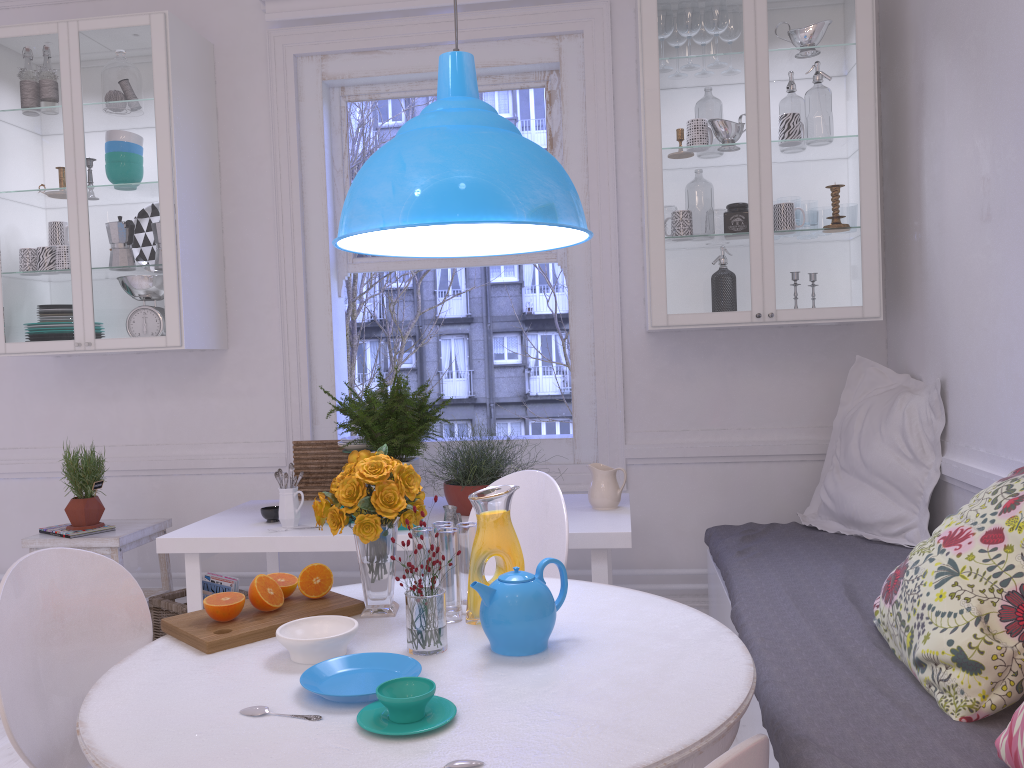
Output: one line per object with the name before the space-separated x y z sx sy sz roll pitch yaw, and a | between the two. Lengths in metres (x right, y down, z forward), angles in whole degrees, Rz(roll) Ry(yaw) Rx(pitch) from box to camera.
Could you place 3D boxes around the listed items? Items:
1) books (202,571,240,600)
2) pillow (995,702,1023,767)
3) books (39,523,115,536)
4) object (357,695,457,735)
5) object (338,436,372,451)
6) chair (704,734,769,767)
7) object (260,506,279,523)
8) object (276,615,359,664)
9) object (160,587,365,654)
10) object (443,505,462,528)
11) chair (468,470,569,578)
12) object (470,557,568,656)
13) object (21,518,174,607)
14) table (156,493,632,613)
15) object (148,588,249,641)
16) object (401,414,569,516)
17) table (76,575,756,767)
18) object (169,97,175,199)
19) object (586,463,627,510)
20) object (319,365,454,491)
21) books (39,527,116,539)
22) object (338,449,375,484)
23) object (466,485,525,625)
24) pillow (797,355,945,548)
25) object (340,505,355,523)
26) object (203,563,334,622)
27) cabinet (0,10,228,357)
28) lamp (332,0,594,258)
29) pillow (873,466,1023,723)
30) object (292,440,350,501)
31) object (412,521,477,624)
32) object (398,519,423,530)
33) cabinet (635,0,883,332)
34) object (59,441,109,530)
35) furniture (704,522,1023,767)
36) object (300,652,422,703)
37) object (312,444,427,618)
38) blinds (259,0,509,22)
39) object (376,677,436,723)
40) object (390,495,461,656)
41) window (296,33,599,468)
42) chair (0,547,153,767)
books | -1.221 0.928 3.507 0.221 0.306 0.205 -1 2 40
pillow | 0.938 0.405 1.094 0.491 0.424 0.587 -2 2 10
books | -1.709 0.566 3.486 0.246 0.007 0.180 -1 2 37
object | -0.155 0.489 1.306 0.147 0.011 0.147 -2 2 10
object | -0.583 0.226 3.387 0.163 0.047 0.164 -3 2 -33
chair | -0.002 0.711 0.851 0.483 0.845 0.604 -1 2 42
object | -0.826 0.451 3.060 0.079 0.048 0.082 -3 2 -33
object | -0.352 0.466 1.610 0.147 0.052 0.147 -4 2 -40
object | -0.511 0.480 1.835 0.347 0.024 0.224 -4 2 -43
object | -0.190 0.424 2.839 0.066 0.067 0.052 -2 2 8
chair | -0.109 0.670 2.302 0.483 0.845 0.604 -4 2 -37
object | 0.017 0.402 1.614 0.156 0.151 0.150 -2 2 11
object | -1.647 0.847 3.457 0.418 0.534 0.599 -2 2 7
table | -0.335 0.764 3.124 1.514 0.619 0.736 -2 2 7
object | -1.229 0.962 3.499 0.276 0.270 0.276 -1 2 40
object | -0.106 0.280 3.105 0.668 0.367 0.531 -1 2 32
table | -0.139 0.799 1.608 1.140 0.629 1.140 -1 2 36
object | -1.691 -0.785 3.697 0.811 0.651 0.376 -2 2 7
object | 0.326 0.354 3.085 0.127 0.152 0.115 -3 2 -10
object | -0.452 0.191 3.242 0.438 0.527 0.368 -2 2 7
books | -1.709 0.575 3.487 0.246 0.011 0.180 -1 2 37
object | -0.575 0.353 3.380 0.159 0.208 0.185 -2 2 7
object | -0.033 0.341 1.786 0.094 0.267 0.116 -1 2 34
pillow | 1.308 0.216 3.174 0.374 0.642 0.677 -3 2 -22
object | -0.574 0.440 2.996 0.121 0.055 0.121 -4 2 -42
object | -0.519 0.430 1.858 0.129 0.075 0.285 -1 2 43
cabinet | -1.693 -0.784 3.676 0.823 1.311 0.425 -2 2 7
lamp | -0.143 -1.282 1.917 0.568 1.948 0.568 -1 2 41
pillow | 1.026 0.377 1.772 0.509 0.447 0.592 -2 2 12
object | -0.716 0.340 3.504 0.294 0.237 0.028 -2 2 7
object | -0.133 0.384 1.825 0.101 0.186 0.122 -1 2 37
object | -0.346 0.452 2.859 0.121 0.021 0.121 -4 2 -42
cabinet | 0.905 -0.873 3.350 0.823 1.311 0.425 -2 2 7
object | -1.666 0.377 3.464 0.186 0.367 0.196 -4 2 -38
furniture | 0.889 0.816 1.772 0.769 0.508 3.296 -2 2 7
object | -0.245 0.481 1.446 0.196 0.023 0.196 -2 2 -5
object | -0.286 0.307 1.850 0.234 0.351 0.235 -3 2 -28
blinds | -0.345 -1.600 3.631 1.451 0.131 0.136 -2 2 7
object | -0.155 0.468 1.306 0.088 0.043 0.088 -2 2 15
object | -0.154 0.341 1.606 0.128 0.287 0.128 -2 2 9
window | -0.270 -0.539 3.849 1.234 1.782 0.181 -2 2 7
chair | -0.599 0.711 1.565 0.483 0.845 0.604 -2 2 7
